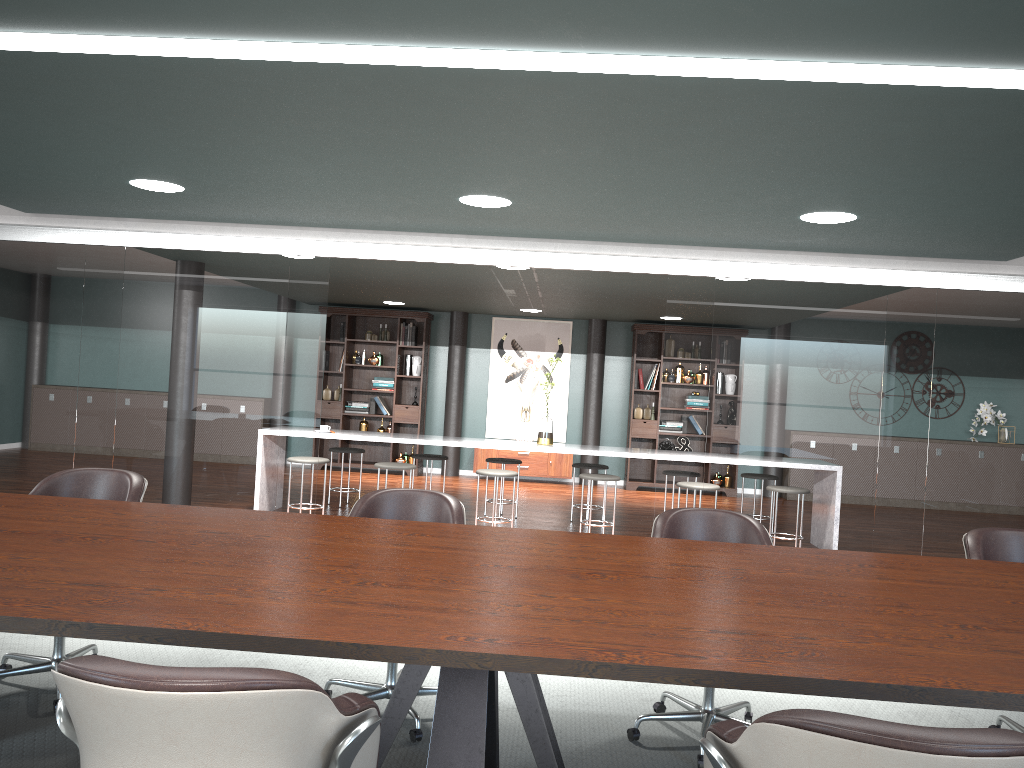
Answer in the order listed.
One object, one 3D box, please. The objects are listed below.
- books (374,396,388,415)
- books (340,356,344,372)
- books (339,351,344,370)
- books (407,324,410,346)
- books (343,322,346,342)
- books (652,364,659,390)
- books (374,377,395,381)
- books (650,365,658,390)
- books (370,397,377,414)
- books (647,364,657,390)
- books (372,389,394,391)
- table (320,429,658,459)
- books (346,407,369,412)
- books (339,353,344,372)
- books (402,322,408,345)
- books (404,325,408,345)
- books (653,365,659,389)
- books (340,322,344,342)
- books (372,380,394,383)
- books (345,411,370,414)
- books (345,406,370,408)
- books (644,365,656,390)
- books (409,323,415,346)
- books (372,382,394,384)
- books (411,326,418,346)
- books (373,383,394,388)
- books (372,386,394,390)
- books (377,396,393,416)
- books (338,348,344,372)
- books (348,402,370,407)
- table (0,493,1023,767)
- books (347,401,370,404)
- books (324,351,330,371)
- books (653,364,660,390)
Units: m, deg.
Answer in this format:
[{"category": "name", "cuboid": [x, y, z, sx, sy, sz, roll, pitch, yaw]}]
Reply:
[{"category": "books", "cuboid": [-1.595, 0.268, 10.897, 0.176, 0.227, 0.194, 3, 0, 3]}, {"category": "books", "cuboid": [-2.057, -0.310, 10.932, 0.062, 0.322, 0.197, 3, 0, 3]}, {"category": "books", "cuboid": [-2.072, -0.311, 10.934, 0.062, 0.322, 0.197, 3, 0, 3]}, {"category": "books", "cuboid": [-1.254, -0.597, 10.893, 0.016, 0.268, 0.205, 3, 0, 3]}, {"category": "books", "cuboid": [-2.030, -0.632, 10.938, 0.042, 0.248, 0.194, 3, 0, 3]}, {"category": "books", "cuboid": [1.722, -0.086, 10.714, 0.062, 0.322, 0.197, 3, 0, 3]}, {"category": "books", "cuboid": [-1.558, -0.059, 10.918, 0.248, 0.042, 0.194, 3, 0, 3]}, {"category": "books", "cuboid": [1.712, -0.081, 10.718, 0.063, 0.309, 0.210, 3, 0, 3]}, {"category": "books", "cuboid": [-1.711, 0.265, 10.971, 0.063, 0.214, 0.139, 3, 0, 3]}, {"category": "books", "cuboid": [1.692, -0.085, 10.719, 0.090, 0.316, 0.197, 3, 0, 3]}, {"category": "books", "cuboid": [-1.569, 0.073, 10.919, 0.268, 0.016, 0.205, 3, 0, 3]}, {"category": "table", "cuboid": [0.255, 0.847, 7.248, 4.577, 0.699, 0.609, 3, 0, 3]}, {"category": "books", "cuboid": [-1.896, 0.311, 10.911, 0.248, 0.042, 0.194, 3, 0, 3]}, {"category": "books", "cuboid": [-2.066, -0.304, 10.936, 0.063, 0.309, 0.210, 3, 0, 3]}, {"category": "books", "cuboid": [-1.318, -0.610, 10.898, 0.027, 0.286, 0.184, 3, 0, 3]}, {"category": "books", "cuboid": [-1.284, -0.588, 10.895, 0.042, 0.248, 0.194, 3, 0, 3]}, {"category": "books", "cuboid": [1.727, -0.080, 10.716, 0.063, 0.309, 0.210, 3, 0, 3]}, {"category": "books", "cuboid": [-2.076, -0.635, 10.941, 0.042, 0.248, 0.194, 3, 0, 3]}, {"category": "books", "cuboid": [-1.566, -0.030, 10.913, 0.268, 0.016, 0.205, 3, 0, 3]}, {"category": "books", "cuboid": [-1.896, 0.347, 10.911, 0.286, 0.027, 0.184, 3, 0, 3]}, {"category": "books", "cuboid": [-1.895, 0.282, 10.911, 0.268, 0.016, 0.205, 3, 0, 3]}, {"category": "books", "cuboid": [1.668, -0.077, 10.726, 0.115, 0.296, 0.210, 3, 0, 3]}, {"category": "books", "cuboid": [-1.230, -0.605, 10.893, 0.027, 0.286, 0.184, 3, 0, 3]}, {"category": "books", "cuboid": [-1.564, -0.015, 10.919, 0.268, 0.016, 0.205, 3, 0, 3]}, {"category": "books", "cuboid": [-1.195, -0.583, 10.890, 0.042, 0.248, 0.194, 3, 0, 3]}, {"category": "books", "cuboid": [-1.565, 0.015, 10.918, 0.248, 0.042, 0.194, 3, 0, 3]}, {"category": "books", "cuboid": [-1.565, 0.051, 10.919, 0.286, 0.027, 0.184, 3, 0, 3]}, {"category": "books", "cuboid": [-1.561, 0.268, 10.895, 0.166, 0.228, 0.205, 3, 0, 3]}, {"category": "books", "cuboid": [-2.081, -0.305, 10.938, 0.063, 0.309, 0.210, 3, 0, 3]}, {"category": "books", "cuboid": [-1.870, 0.254, 10.909, 0.248, 0.042, 0.194, 3, 0, 3]}, {"category": "table", "cuboid": [-0.930, 0.774, 2.296, 6.694, 0.706, 1.374, 3, 0, 3]}, {"category": "books", "cuboid": [-1.879, 0.224, 10.910, 0.268, 0.016, 0.205, 3, 0, 3]}, {"category": "books", "cuboid": [-2.302, -0.286, 10.953, 0.042, 0.248, 0.194, 3, 0, 3]}, {"category": "books", "cuboid": [1.736, -0.086, 10.712, 0.062, 0.322, 0.197, 3, 0, 3]}]
